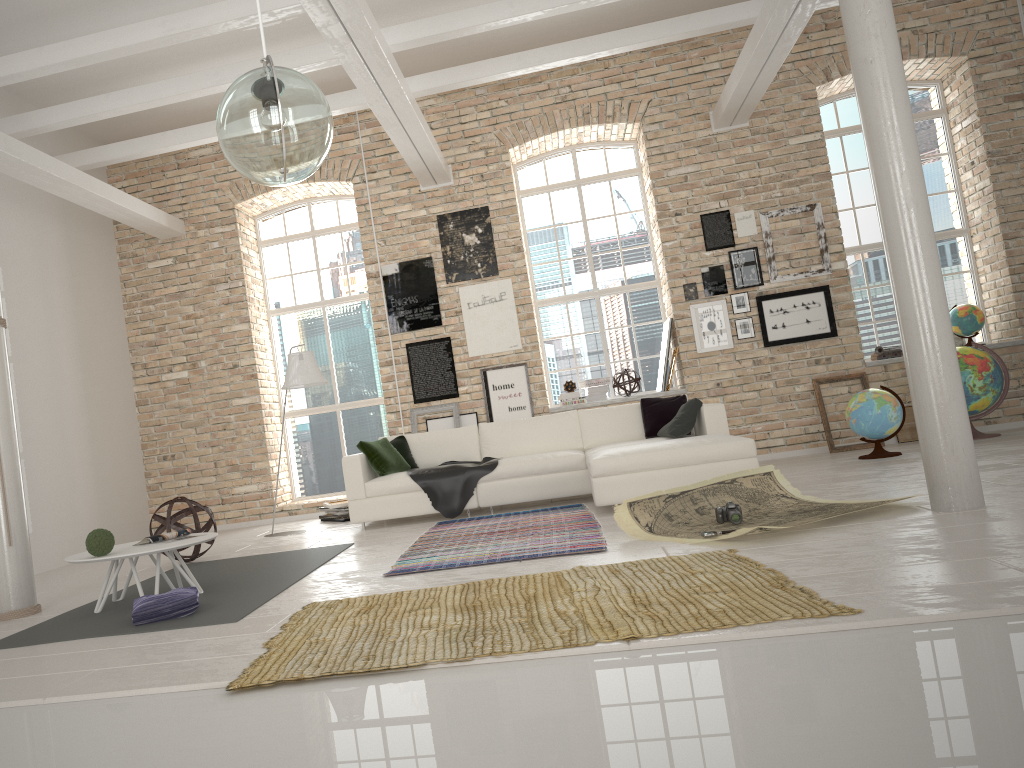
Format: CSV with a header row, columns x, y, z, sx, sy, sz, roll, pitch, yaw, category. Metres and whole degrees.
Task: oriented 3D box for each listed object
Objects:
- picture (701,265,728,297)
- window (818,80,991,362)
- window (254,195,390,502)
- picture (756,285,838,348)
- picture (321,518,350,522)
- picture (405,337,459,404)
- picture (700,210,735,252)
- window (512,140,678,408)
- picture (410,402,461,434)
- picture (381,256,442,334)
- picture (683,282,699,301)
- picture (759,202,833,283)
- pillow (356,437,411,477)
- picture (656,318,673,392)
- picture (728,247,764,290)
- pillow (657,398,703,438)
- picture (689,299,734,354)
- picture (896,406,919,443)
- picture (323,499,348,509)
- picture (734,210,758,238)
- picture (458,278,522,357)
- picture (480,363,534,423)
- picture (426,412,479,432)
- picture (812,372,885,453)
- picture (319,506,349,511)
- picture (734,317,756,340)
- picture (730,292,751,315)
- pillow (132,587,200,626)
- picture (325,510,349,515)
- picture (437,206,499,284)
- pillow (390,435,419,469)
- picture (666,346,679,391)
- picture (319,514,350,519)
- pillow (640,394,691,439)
x,y,z,sx,sy,sz,roll,pitch,yaw,category
2.116,-1.078,9.327,0.235,0.307,0.014,-9,-4,11,picture
3.739,-1.946,4.129,1.455,2.992,11.204,-9,-2,4,window
-2.595,-0.644,5.342,1.455,3.660,11.204,-9,-2,4,window
2.917,-0.693,9.150,0.732,0.536,0.030,-9,-4,11,picture
-1.567,1.381,9.486,0.739,0.048,0.622,-7,-3,-32,picture
-0.884,-0.150,9.908,0.523,0.682,0.063,-9,-4,11,picture
2.154,-1.606,9.335,0.303,0.395,0.018,-9,-4,11,picture
0.562,-1.462,4.743,1.455,2.992,11.204,-9,-2,4,window
-0.828,0.525,9.726,0.557,0.583,0.276,-9,-3,9,picture
-1.123,-0.990,9.970,0.605,0.786,0.036,-9,-4,11,picture
1.879,-0.970,9.371,0.139,0.179,0.008,-9,-4,15,picture
2.915,-1.448,9.174,0.619,0.750,0.025,-9,-4,11,picture
-1.183,0.666,8.200,0.324,0.344,0.390,-10,-3,32,pillow
1.663,-0.300,9.695,0.250,0.765,0.576,-9,-3,5,picture
2.431,-1.202,9.262,0.299,0.410,0.010,-9,-4,11,picture
1.431,0.290,7.611,0.340,0.306,0.417,-8,-3,-4,pillow
2.084,-0.601,9.314,0.375,0.514,0.013,-9,-4,11,picture
3.953,0.401,8.888,0.274,0.351,0.093,-9,-4,10,picture
-1.589,1.231,9.487,0.760,0.048,0.604,-8,-2,-15,picture
2.435,-1.669,9.285,0.199,0.259,0.012,-9,-4,11,picture
-0.240,-0.724,9.780,0.604,0.786,0.036,-9,-4,11,picture
-0.043,0.176,9.711,0.531,0.757,0.012,-9,-4,11,picture
-0.630,0.627,9.749,0.590,0.569,0.143,-9,-4,10,picture
3.365,0.284,8.931,0.518,0.749,0.216,-9,-4,10,picture
-1.582,1.269,9.511,0.736,0.048,0.623,-7,-3,-34,picture
2.417,-0.575,9.252,0.180,0.213,0.011,-9,-4,11,picture
2.376,-0.840,9.269,0.180,0.213,0.011,-9,-4,11,picture
-1.849,1.193,4.768,0.342,0.164,0.366,-8,-3,-17,pillow
-1.550,1.303,9.499,0.749,0.048,0.613,-7,-2,-22,picture
-0.493,-1.538,9.877,0.603,0.785,0.036,-9,-4,11,picture
-1.133,0.684,8.468,0.386,0.365,0.333,-6,-4,-36,pillow
1.708,-0.153,9.526,0.176,0.461,0.355,-9,-3,4,picture
-1.578,1.347,9.522,0.627,0.048,0.731,-10,-3,44,picture
1.386,0.295,8.032,0.437,0.390,0.236,-9,-3,10,pillow
